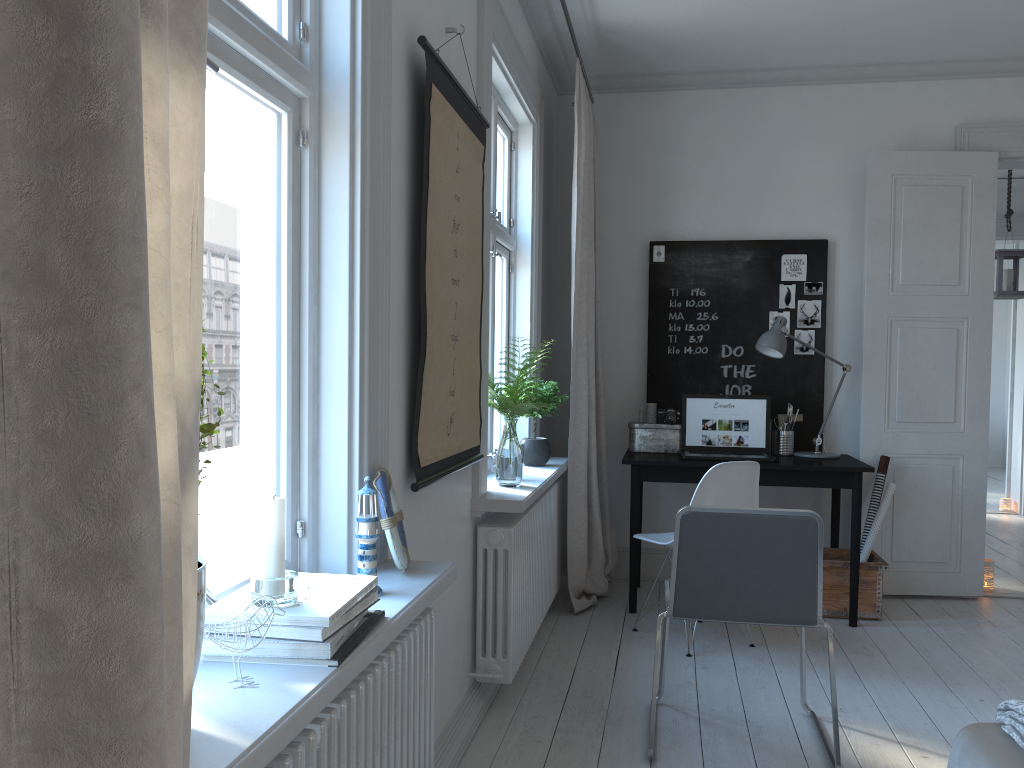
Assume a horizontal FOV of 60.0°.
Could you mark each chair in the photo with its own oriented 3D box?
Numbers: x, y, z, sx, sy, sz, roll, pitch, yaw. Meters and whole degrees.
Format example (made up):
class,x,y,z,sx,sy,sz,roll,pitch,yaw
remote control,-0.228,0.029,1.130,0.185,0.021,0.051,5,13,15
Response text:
class,x,y,z,sx,sy,sz,roll,pitch,yaw
chair,0.827,0.724,3.929,0.474,0.824,0.554,0,2,-25
chair,0.738,0.759,2.880,0.562,0.798,0.524,1,2,10

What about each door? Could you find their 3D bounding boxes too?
class,x,y,z,sx,sy,sz,roll,pitch,yaw
door,3.694,-0.154,7.672,2.598,2.507,0.577,1,2,10
door,3.165,-0.099,4.705,2.598,2.507,0.577,1,2,10

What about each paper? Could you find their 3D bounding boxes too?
class,x,y,z,sx,sy,sz,roll,pitch,yaw
paper,1.787,0.806,4.441,0.283,0.627,0.041,0,2,-12
paper,1.837,0.745,4.561,0.297,0.747,0.048,-1,3,-35
paper,1.797,0.788,4.499,0.266,0.669,0.043,-1,3,-35

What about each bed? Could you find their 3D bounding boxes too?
class,x,y,z,sx,sy,sz,roll,pitch,yaw
bed,1.467,0.689,0.634,1.888,1.047,2.175,1,1,10

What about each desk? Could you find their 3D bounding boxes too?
class,x,y,z,sx,sy,sz,roll,pitch,yaw
desk,1.154,0.750,4.521,1.159,0.759,0.650,1,2,10

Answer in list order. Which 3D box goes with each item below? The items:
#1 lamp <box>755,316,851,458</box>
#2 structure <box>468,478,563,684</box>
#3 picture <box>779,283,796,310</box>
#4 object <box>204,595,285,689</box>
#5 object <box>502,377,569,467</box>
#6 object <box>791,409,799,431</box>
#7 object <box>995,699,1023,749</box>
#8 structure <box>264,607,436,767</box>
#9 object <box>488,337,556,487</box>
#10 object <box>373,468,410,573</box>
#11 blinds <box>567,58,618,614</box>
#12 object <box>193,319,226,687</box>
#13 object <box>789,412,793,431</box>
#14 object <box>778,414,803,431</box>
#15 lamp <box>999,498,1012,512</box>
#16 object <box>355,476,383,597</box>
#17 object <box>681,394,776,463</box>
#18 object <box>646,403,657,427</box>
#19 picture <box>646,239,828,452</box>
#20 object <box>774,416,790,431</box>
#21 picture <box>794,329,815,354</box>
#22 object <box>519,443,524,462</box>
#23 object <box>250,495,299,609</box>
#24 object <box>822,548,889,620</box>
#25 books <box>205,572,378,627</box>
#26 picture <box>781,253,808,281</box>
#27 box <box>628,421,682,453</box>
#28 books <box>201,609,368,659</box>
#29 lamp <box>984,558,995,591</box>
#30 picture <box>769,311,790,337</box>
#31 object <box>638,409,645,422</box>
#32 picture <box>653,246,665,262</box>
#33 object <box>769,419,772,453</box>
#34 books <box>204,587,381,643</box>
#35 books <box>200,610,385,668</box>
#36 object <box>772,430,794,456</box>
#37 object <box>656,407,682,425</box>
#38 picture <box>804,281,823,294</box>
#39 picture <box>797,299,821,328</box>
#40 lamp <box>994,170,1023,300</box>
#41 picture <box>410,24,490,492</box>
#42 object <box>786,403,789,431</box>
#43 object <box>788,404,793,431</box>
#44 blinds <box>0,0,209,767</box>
class,x,y,z,sx,sy,sz,roll,pitch,yaw
lamp,1.499,0.018,4.557,0.617,0.716,0.230,0,2,-19
structure,0.030,0.751,3.757,0.195,0.547,1.505,1,1,10
picture,1.496,-0.476,4.817,0.083,0.146,0.002,1,2,10
object,-0.412,0.343,1.234,0.196,0.165,0.059,0,2,-30
object,0.095,0.169,4.052,0.309,0.407,0.271,0,2,-30
object,1.462,0.251,4.640,0.084,0.240,0.009,0,2,-13
object,1.624,0.636,1.461,1.460,0.104,0.404,1,1,10
structure,-0.396,0.795,1.366,0.195,0.547,1.505,1,1,10
object,-0.025,0.104,3.340,0.414,0.565,0.305,3,3,44
object,-0.263,0.299,1.953,0.079,0.227,0.236,1,2,-4
blinds,0.432,-0.207,4.551,0.225,2.649,0.830,1,2,10
object,-0.477,0.141,1.056,0.216,0.574,0.384,0,2,-9
object,1.451,0.260,4.648,0.009,0.222,0.082,3,3,39
object,1.477,0.265,4.692,0.138,0.209,0.034,0,2,-10
lamp,4.246,1.041,7.630,0.093,0.110,0.093,2,2,27
object,-0.284,0.299,1.745,0.059,0.235,0.060,-1,3,-38
object,1.075,0.215,4.429,0.445,0.315,0.325,1,2,10
object,0.742,0.170,4.724,0.056,0.130,0.167,1,2,9
picture,1.232,-0.203,4.904,0.953,1.173,0.064,1,2,10
object,1.413,0.267,4.660,0.081,0.198,0.050,2,3,35
picture,1.586,-0.230,4.809,0.103,0.136,0.001,1,2,10
object,-0.001,0.309,3.530,0.097,0.146,0.097,1,2,16
object,-0.375,0.261,1.401,0.074,0.173,0.074,-1,3,-35
object,1.502,0.993,4.468,0.664,0.282,0.339,1,2,10
books,-0.358,0.354,1.475,0.203,0.015,0.269,1,1,7
picture,1.531,-0.636,4.804,0.147,0.154,0.004,1,2,10
box,0.779,0.285,4.746,0.317,0.152,0.193,1,2,10
books,-0.367,0.396,1.464,0.207,0.025,0.262,1,1,3
lamp,2.593,1.046,4.861,0.089,0.166,0.089,1,2,3
picture,1.456,-0.325,4.829,0.107,0.150,0.001,1,2,10
object,0.700,0.172,4.799,0.040,0.069,0.040,1,2,-2
picture,0.817,-0.725,4.930,0.061,0.088,0.004,1,2,7
object,1.346,0.281,4.734,0.079,0.188,0.079,0,2,-11
books,-0.359,0.373,1.471,0.207,0.022,0.253,1,1,11
books,-0.353,0.415,1.475,0.219,0.013,0.272,1,1,6
object,1.421,0.308,4.649,0.108,0.128,0.108,2,2,25
object,0.824,0.168,4.641,0.137,0.087,0.073,1,2,10
picture,1.630,-0.520,4.792,0.095,0.071,0.001,1,2,10
picture,1.609,-0.382,4.799,0.121,0.153,0.002,1,2,10
lamp,3.371,-1.462,5.984,0.228,1.763,0.228,1,2,7
picture,-0.172,-0.391,2.603,0.057,1.314,0.792,1,2,10
object,1.446,0.234,4.657,0.008,0.268,0.060,2,2,27
object,1.450,0.237,4.657,0.062,0.264,0.012,-1,3,-38
blinds,-0.300,-0.132,0.450,0.225,2.649,0.830,1,2,10
